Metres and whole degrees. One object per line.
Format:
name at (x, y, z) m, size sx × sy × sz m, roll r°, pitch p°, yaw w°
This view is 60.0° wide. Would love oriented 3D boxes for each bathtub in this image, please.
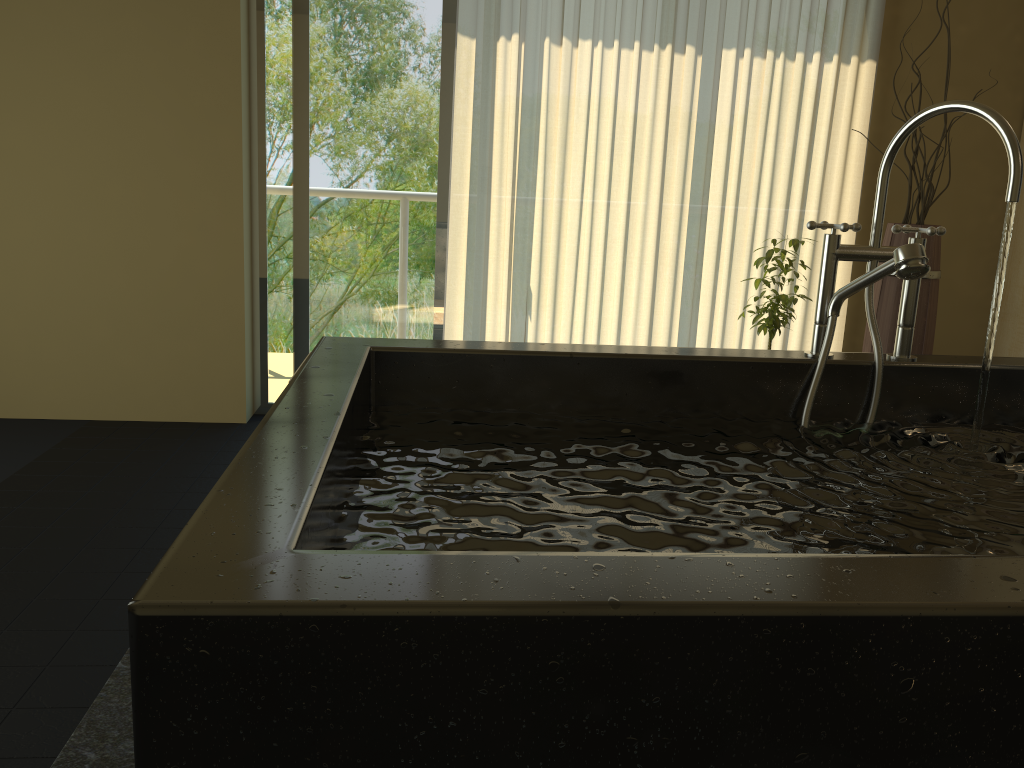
bathtub at (0.756, 0.175, 1.228) m, size 2.132 × 1.158 × 1.071 m, roll 1°, pitch 12°, yaw -6°

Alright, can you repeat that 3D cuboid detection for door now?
door at (-0.588, -0.979, 3.788) m, size 1.037 × 2.326 × 0.063 m, roll 1°, pitch 12°, yaw -7°

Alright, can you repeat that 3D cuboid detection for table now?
table at (-0.183, 0.146, 3.157) m, size 1.124 × 0.399 × 0.515 m, roll 1°, pitch 12°, yaw -6°

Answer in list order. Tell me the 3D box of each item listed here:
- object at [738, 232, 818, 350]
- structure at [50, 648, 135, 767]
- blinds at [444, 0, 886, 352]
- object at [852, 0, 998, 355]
object at (0.944, -0.092, 3.250) m, size 0.242 × 0.927 × 0.267 m, roll 10°, pitch 14°, yaw 32°
structure at (1.160, 0.921, 1.387) m, size 3.800 × 0.634 × 1.978 m, roll 1°, pitch 12°, yaw -6°
blinds at (0.683, -1.056, 3.664) m, size 1.944 × 2.572 × 0.064 m, roll 1°, pitch 12°, yaw -7°
object at (1.424, -0.695, 3.224) m, size 0.463 × 2.173 × 0.468 m, roll -9°, pitch 16°, yaw -44°
